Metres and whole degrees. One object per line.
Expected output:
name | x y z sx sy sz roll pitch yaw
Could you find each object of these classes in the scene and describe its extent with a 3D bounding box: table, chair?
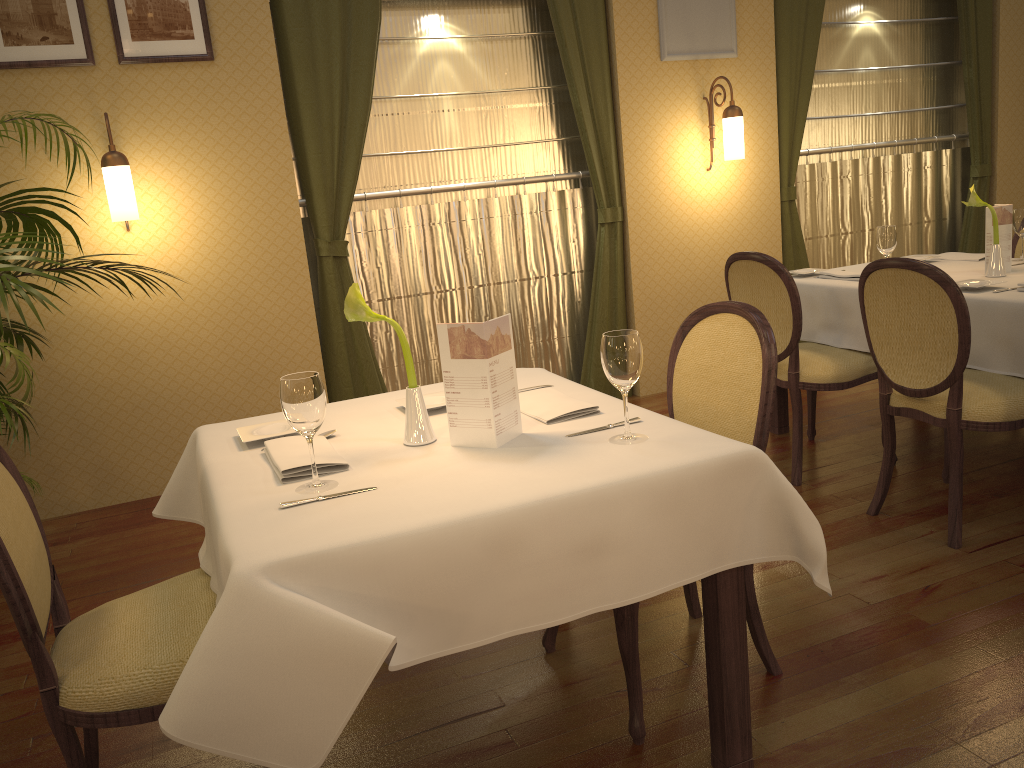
table | 2.048 -0.089 3.717 1.385 0.759 2.152 -11 13 -21
chair | -0.781 0.505 1.897 0.571 0.955 0.530 -11 13 -21
chair | 0.378 0.299 2.294 0.571 0.955 0.530 -11 13 -21
chair | 1.239 -0.117 3.774 0.571 0.955 0.530 -11 13 -21
chair | 1.535 0.008 3.072 0.571 0.955 0.530 -11 13 -21
table | -0.124 0.477 2.164 1.389 0.759 1.395 -10 13 -19
chair | 2.398 -0.324 4.171 0.571 0.955 0.530 -11 13 -21

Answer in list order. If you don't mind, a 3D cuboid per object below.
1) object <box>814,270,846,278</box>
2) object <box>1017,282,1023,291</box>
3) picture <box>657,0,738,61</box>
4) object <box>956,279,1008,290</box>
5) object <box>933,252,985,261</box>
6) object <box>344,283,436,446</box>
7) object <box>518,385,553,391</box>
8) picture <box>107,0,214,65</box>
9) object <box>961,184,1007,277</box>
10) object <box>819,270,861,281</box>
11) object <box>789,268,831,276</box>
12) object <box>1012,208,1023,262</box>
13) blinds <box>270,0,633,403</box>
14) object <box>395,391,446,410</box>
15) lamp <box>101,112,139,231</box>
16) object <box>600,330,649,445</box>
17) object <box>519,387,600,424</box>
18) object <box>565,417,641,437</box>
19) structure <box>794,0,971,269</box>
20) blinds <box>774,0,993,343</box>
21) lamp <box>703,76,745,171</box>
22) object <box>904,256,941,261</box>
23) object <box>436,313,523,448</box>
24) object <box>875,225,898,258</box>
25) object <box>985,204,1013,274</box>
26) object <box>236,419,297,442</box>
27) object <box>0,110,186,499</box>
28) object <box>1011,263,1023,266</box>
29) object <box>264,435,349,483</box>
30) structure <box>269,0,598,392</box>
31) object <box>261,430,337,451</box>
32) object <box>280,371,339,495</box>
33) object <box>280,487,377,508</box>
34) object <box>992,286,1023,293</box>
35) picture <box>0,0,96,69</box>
object | 1.467 -0.508 4.099 0.181 0.015 0.038 -10 13 -19
object | 1.922 -0.335 3.072 0.142 0.033 0.273 -11 13 -21
picture | 1.044 -2.240 5.010 0.512 0.769 0.027 -11 13 -21
object | 1.728 -0.366 3.317 0.160 0.024 0.160 -11 13 -21
object | 2.144 -0.603 4.199 0.142 0.024 0.273 -11 13 -21
object | -0.271 -0.046 1.976 0.163 0.375 0.076 -6 12 0
object | 0.031 0.014 2.405 0.181 0.015 0.038 -10 13 -19
picture | -1.603 -1.769 3.981 0.412 0.619 0.022 -11 13 -21
object | 1.886 -0.611 3.530 0.163 0.375 0.076 -6 12 0
object | 1.516 -0.485 3.941 0.142 0.033 0.273 -11 13 -21
object | 1.385 -0.521 4.176 0.160 0.024 0.160 -11 13 -21
object | 2.256 -0.660 3.920 0.088 0.229 0.088 0 14 26
blinds | -0.309 -1.977 4.552 1.878 4.537 0.129 -11 13 -21
object | -0.207 0.053 2.321 0.160 0.024 0.160 -11 13 -21
lamp | -1.757 -0.927 3.898 0.114 0.513 0.323 -14 15 -31
object | 0.234 0.006 1.850 0.088 0.229 0.088 0 14 26
object | 0.092 0.052 2.195 0.142 0.024 0.273 -11 13 -21
object | 0.203 0.096 1.967 0.185 0.010 0.017 -11 13 -21
structure | 2.318 -2.487 5.701 1.898 4.511 0.137 -11 13 -21
blinds | 2.370 -2.482 5.593 1.876 4.537 0.129 -11 13 -21
lamp | 1.176 -1.480 5.037 0.114 0.513 0.323 -14 15 -31
object | 1.930 -0.588 4.227 0.160 0.024 0.160 -11 13 -21
object | -0.058 -0.001 1.914 0.166 0.277 0.081 -9 13 -15
object | 1.574 -0.548 3.729 0.088 0.229 0.088 0 14 26
object | 2.004 -0.594 3.636 0.081 0.277 0.166 4 16 39
object | -0.589 0.121 2.188 0.160 0.024 0.160 -11 13 -21
object | -2.163 -0.109 3.365 1.496 1.807 1.552 -16 16 -40
object | 2.225 -0.527 3.840 0.185 0.010 0.017 -11 13 -21
object | -0.458 0.157 1.954 0.142 0.033 0.273 -11 13 -21
structure | -0.360 -1.982 4.660 1.900 4.511 0.134 -11 13 -21
object | -0.507 0.134 2.112 0.181 0.015 0.038 -10 13 -19
object | -0.400 0.095 1.742 0.088 0.229 0.088 0 14 26
object | -0.349 0.213 1.692 0.185 0.010 0.017 -10 13 -20
object | 1.818 -0.348 3.220 0.185 0.010 0.017 -10 13 -20
picture | -2.071 -1.681 3.800 0.412 0.619 0.022 -11 13 -21
